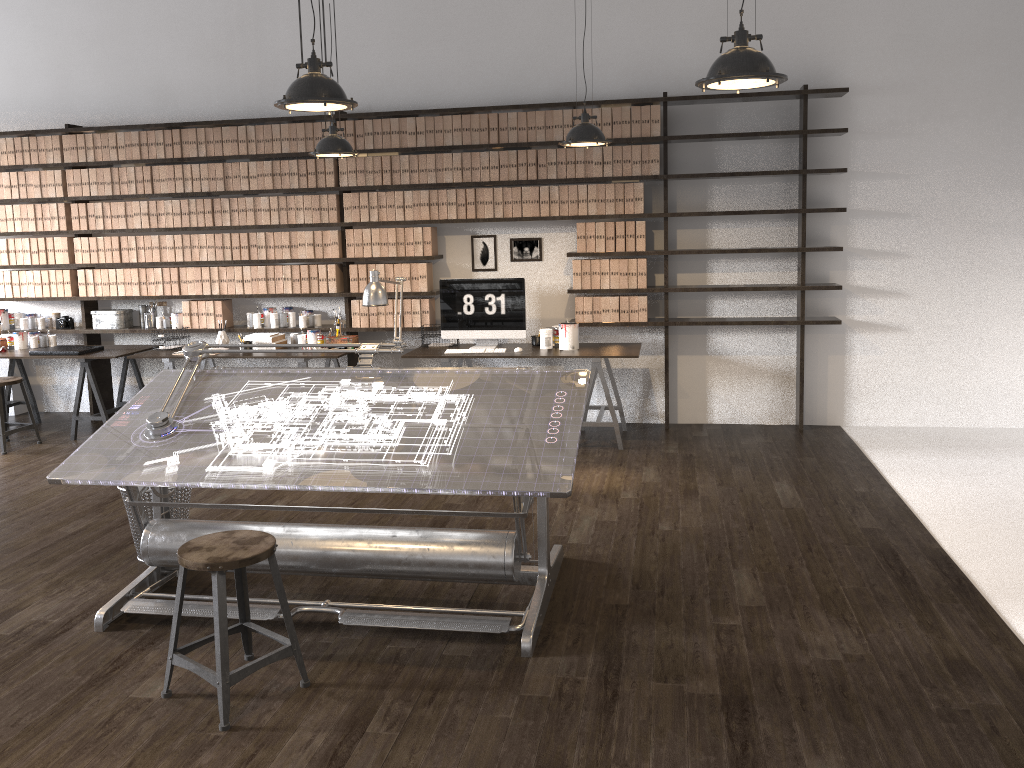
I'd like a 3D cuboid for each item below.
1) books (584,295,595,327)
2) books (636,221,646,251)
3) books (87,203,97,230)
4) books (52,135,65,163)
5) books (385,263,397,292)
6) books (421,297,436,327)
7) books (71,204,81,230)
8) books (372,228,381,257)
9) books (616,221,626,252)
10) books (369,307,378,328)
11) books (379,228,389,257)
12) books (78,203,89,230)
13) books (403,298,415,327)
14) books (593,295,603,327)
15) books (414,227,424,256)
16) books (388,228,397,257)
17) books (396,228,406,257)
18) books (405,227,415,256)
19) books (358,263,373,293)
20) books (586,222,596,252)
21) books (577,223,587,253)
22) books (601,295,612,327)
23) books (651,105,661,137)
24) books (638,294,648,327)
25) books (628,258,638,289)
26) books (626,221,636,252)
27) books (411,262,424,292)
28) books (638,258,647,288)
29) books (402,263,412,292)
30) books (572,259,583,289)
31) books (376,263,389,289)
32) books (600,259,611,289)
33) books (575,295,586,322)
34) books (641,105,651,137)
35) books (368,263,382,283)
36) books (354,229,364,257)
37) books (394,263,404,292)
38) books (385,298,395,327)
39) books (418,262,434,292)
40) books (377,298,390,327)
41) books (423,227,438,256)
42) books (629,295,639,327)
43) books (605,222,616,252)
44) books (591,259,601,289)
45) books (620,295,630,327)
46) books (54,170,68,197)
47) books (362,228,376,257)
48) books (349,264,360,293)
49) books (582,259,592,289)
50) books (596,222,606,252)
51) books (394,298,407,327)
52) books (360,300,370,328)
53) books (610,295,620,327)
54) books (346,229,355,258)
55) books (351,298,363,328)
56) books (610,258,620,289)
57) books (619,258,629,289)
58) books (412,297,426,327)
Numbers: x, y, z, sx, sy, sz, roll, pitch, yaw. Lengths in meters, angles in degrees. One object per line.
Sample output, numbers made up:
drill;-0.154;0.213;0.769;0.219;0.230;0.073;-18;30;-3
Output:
books;0.588;-0.553;6.707;0.067;0.224;0.176;0;8;10
books;0.960;-1.096;6.573;0.067;0.224;0.176;0;8;10
books;-3.422;-1.382;7.326;0.067;0.224;0.176;0;8;10
books;-3.693;-1.926;7.296;0.067;0.224;0.176;0;8;10
books;-0.933;-0.833;6.950;0.067;0.224;0.175;0;8;10
books;-0.655;-0.559;6.936;0.067;0.224;0.175;0;8;10
books;-3.569;-1.383;7.352;0.067;0.224;0.176;0;8;10
books;-1.035;-1.104;6.930;0.067;0.224;0.176;0;8;10
books;0.811;-1.096;6.597;0.067;0.224;0.176;0;8;10
books;-1.069;-0.560;7.004;0.067;0.224;0.176;0;8;10
books;-0.973;-1.104;6.920;0.067;0.224;0.176;0;8;10
books;-3.497;-1.381;7.334;0.067;0.224;0.176;0;8;10
books;-0.794;-0.560;6.961;0.067;0.224;0.176;0;8;10
books;0.654;-0.553;6.700;0.067;0.224;0.176;0;8;10
books;-0.702;-1.103;6.869;0.067;0.224;0.175;0;8;10
books;-0.908;-1.103;6.904;0.067;0.224;0.176;0;8;10
books;-0.841;-1.104;6.898;0.067;0.224;0.176;0;8;10
books;-0.771;-1.104;6.885;0.067;0.224;0.175;0;8;10
books;-1.147;-0.833;6.983;0.067;0.224;0.176;0;8;10
books;0.599;-1.098;6.640;0.067;0.224;0.175;0;8;10
books;0.529;-1.098;6.652;0.067;0.224;0.176;0;8;10
books;0.716;-0.553;6.687;0.067;0.224;0.176;0;8;10
books;1.048;-1.907;6.450;0.067;0.224;0.175;0;8;10
books;0.983;-0.551;6.636;0.067;0.224;0.176;0;8;10
books;0.905;-0.825;6.619;0.067;0.224;0.176;0;8;10
books;0.885;-1.097;6.589;0.067;0.224;0.176;0;8;10
books;-0.731;-0.832;6.912;0.067;0.224;0.176;0;8;10
books;0.974;-0.825;6.607;0.067;0.224;0.176;0;8;10
books;-0.798;-0.832;6.920;0.067;0.224;0.176;0;8;10
books;0.499;-0.827;6.688;0.067;0.224;0.176;0;8;10
books;-1.003;-0.833;6.958;0.067;0.224;0.175;0;8;10
books;0.706;-0.826;6.653;0.067;0.224;0.175;0;8;10
books;0.523;-0.554;6.725;0.067;0.224;0.176;0;8;10
books;0.980;-1.908;6.466;0.067;0.224;0.175;0;8;10
books;-1.073;-0.834;6.975;0.067;0.224;0.176;0;8;10
books;-1.175;-1.105;6.957;0.067;0.224;0.176;0;8;10
books;-0.863;-0.833;6.937;0.067;0.224;0.176;0;8;10
books;-0.941;-0.560;6.988;0.067;0.224;0.176;0;8;10
books;-0.670;-0.832;6.900;0.067;0.224;0.176;0;8;10
books;-1.006;-0.560;6.997;0.067;0.224;0.176;0;8;10
books;-0.631;-1.103;6.861;0.067;0.224;0.176;0;8;10
books;0.920;-0.553;6.655;0.067;0.224;0.175;0;8;10
books;0.739;-1.097;6.615;0.067;0.224;0.176;0;8;10
books;0.638;-0.827;6.669;0.067;0.224;0.175;0;8;10
books;0.851;-0.553;6.665;0.067;0.224;0.176;0;8;10
books;-3.692;-1.653;7.333;0.067;0.224;0.176;0;8;10
books;-1.107;-1.104;6.941;0.067;0.224;0.176;0;8;10
books;-1.219;-0.835;7.002;0.067;0.224;0.176;0;8;10
books;0.569;-0.827;6.680;0.067;0.224;0.176;0;8;10
books;0.668;-1.097;6.623;0.067;0.224;0.175;0;8;10
books;-0.869;-0.559;6.969;0.067;0.224;0.176;0;8;10
books;-1.140;-0.560;7.017;0.067;0.224;0.176;0;8;10
books;0.781;-0.552;6.674;0.067;0.224;0.176;0;8;10
books;-1.244;-1.106;6.971;0.067;0.224;0.175;0;8;10
books;-1.211;-0.561;7.033;0.067;0.224;0.175;0;8;10
books;0.776;-0.825;6.637;0.067;0.224;0.176;0;8;10
books;0.842;-0.825;6.625;0.067;0.224;0.176;0;8;10
books;-0.725;-0.559;6.944;0.067;0.224;0.175;0;8;10
